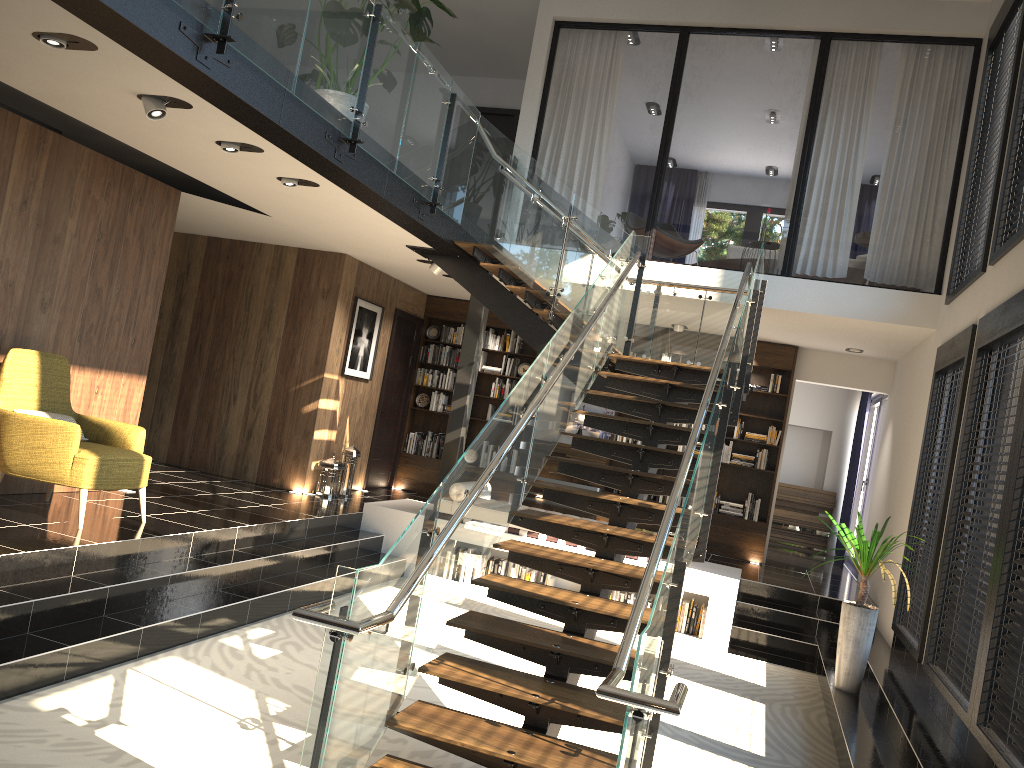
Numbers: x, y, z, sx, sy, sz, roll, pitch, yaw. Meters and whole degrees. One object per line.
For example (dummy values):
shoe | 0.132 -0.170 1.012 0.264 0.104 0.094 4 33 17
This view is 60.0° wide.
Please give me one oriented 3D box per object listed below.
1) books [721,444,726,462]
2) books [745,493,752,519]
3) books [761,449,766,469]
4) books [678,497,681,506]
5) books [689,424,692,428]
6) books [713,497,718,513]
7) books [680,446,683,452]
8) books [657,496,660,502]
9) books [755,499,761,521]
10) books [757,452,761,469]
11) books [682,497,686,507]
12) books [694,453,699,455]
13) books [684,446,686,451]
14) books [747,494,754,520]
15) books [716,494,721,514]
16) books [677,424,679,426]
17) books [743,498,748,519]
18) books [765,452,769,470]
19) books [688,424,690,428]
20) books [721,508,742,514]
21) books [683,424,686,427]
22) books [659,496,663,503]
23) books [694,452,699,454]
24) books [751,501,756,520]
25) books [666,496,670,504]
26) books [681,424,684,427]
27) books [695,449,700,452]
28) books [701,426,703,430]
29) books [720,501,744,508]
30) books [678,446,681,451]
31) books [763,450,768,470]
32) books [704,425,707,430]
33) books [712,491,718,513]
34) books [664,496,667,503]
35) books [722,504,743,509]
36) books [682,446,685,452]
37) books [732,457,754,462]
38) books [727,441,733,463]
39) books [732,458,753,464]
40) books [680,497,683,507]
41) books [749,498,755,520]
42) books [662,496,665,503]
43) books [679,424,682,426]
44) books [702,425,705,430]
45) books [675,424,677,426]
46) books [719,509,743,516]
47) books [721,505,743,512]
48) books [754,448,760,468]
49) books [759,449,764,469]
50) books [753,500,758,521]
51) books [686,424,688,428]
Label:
books | 2.630 0.859 11.054 0.025 0.232 0.156 10 -2 17
books | 2.904 1.497 10.903 0.030 0.325 0.195 10 -2 17
books | 3.088 0.924 10.890 0.026 0.251 0.178 10 -2 17
books | 2.128 1.380 11.142 0.032 0.305 0.155 10 -2 17
books | 2.271 0.474 11.179 0.030 0.244 0.142 10 -2 17
books | 2.534 1.501 11.010 0.025 0.199 0.149 10 -2 17
books | 2.141 0.785 11.153 0.023 0.218 0.196 10 -2 17
books | 1.882 1.362 11.231 0.026 0.263 0.156 10 -2 17
books | 3.012 1.541 10.862 0.025 0.274 0.205 10 -2 17
books | 3.043 0.937 10.916 0.025 0.212 0.168 10 -2 17
books | 2.175 1.414 11.120 0.034 0.255 0.195 10 -2 17
books | 2.381 0.898 11.113 0.275 0.025 0.156 10 -2 12
books | 2.201 0.782 11.143 0.036 0.244 0.194 10 -2 17
books | 2.930 1.509 10.896 0.027 0.311 0.149 10 -2 17
books | 2.560 1.485 10.995 0.026 0.238 0.159 10 -2 17
books | 2.121 0.473 11.222 0.024 0.197 0.175 10 -2 17
books | 2.870 1.532 10.908 0.026 0.246 0.149 10 -2 17
books | 3.136 0.947 10.916 0.012 0.224 0.097 10 -2 17
books | 2.248 0.490 11.199 0.020 0.206 0.147 10 -2 17
books | 2.713 1.562 10.974 0.250 0.026 0.148 9 -2 13
books | 2.200 0.455 11.196 0.028 0.258 0.208 10 -2 17
books | 1.905 1.339 11.190 0.035 0.312 0.160 10 -2 17
books | 2.385 0.873 11.111 0.261 0.024 0.167 9 -2 13
books | 2.970 1.555 10.888 0.022 0.234 0.179 10 -2 17
books | 1.985 1.371 11.167 0.030 0.276 0.160 10 -2 17
books | 2.174 0.460 11.209 0.027 0.239 0.153 10 -2 17
books | 2.390 0.850 11.116 0.274 0.025 0.156 9 -2 20
books | 2.395 0.484 11.146 0.032 0.265 0.149 10 -2 17
books | 2.722 1.485 10.960 0.288 0.030 0.176 9 -2 21
books | 2.131 0.752 11.196 0.030 0.284 0.177 10 -2 17
books | 3.117 0.932 10.905 0.022 0.247 0.133 10 -2 17
books | 2.441 0.531 11.133 0.024 0.187 0.148 10 -2 17
books | 2.520 1.466 11.030 0.024 0.263 0.174 10 -2 17
books | 1.966 1.370 11.200 0.025 0.274 0.150 10 -2 17
books | 2.721 1.513 10.973 0.251 0.026 0.148 10 -2 12
books | 2.177 0.779 11.176 0.030 0.245 0.167 10 -2 17
books | 2.857 0.932 10.975 0.268 0.022 0.156 10 -2 12
books | 2.708 0.848 11.012 0.031 0.277 0.168 10 -2 17
books | 2.856 0.954 10.985 0.247 0.022 0.148 9 -2 17
books | 2.146 1.413 11.121 0.023 0.246 0.149 10 -2 17
books | 2.952 1.535 10.898 0.023 0.267 0.147 10 -2 17
books | 1.934 1.370 11.190 0.030 0.262 0.173 10 -2 17
books | 2.145 0.461 11.208 0.027 0.228 0.208 10 -2 17
books | 2.413 0.530 11.130 0.027 0.179 0.164 10 -2 17
books | 2.098 0.487 11.242 0.027 0.162 0.126 10 -2 17
books | 2.705 1.589 10.962 0.286 0.030 0.176 9 -2 15
books | 2.714 1.537 10.962 0.263 0.024 0.167 10 -2 12
books | 3.016 0.916 10.914 0.030 0.244 0.177 10 -2 17
books | 3.070 0.924 10.917 0.023 0.246 0.147 10 -2 17
books | 2.990 1.548 10.874 0.023 0.254 0.191 10 -2 17
books | 2.226 0.489 11.208 0.026 0.201 0.146 10 -2 17
